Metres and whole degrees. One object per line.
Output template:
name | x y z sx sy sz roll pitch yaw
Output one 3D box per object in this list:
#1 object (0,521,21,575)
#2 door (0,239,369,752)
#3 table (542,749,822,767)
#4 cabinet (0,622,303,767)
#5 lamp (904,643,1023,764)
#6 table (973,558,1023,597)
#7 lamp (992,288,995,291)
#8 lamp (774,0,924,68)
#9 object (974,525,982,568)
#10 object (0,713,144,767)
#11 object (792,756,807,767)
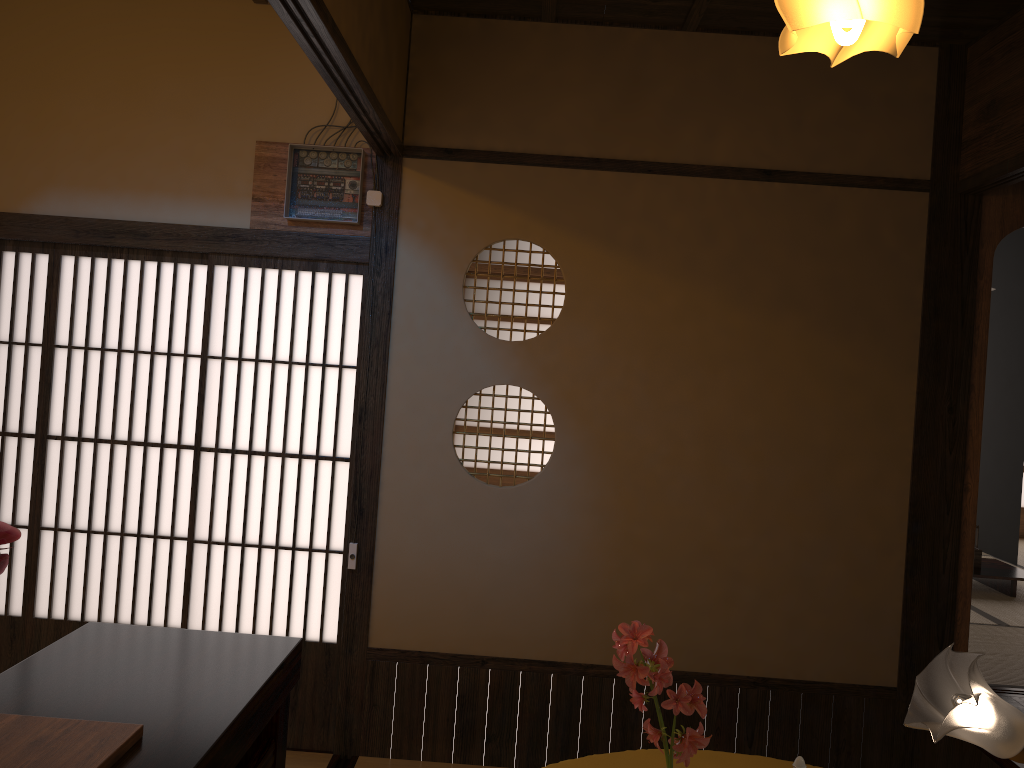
object | -0.723 0.366 1.087 0.189 0.378 0.321 4 0 10
door | -1.973 0.409 3.684 2.648 2.001 0.066 4 -1 1
table | 0.472 1.276 1.563 1.444 0.696 1.443 4 1 1
cabinet | -0.770 1.062 0.918 0.489 0.971 2.186 4 1 1
lamp | 0.897 1.053 1.476 0.512 1.203 0.197 4 -1 1
table | 2.651 1.199 5.684 1.200 0.118 0.600 4 1 1
lamp | 3.018 -0.995 5.713 0.196 0.798 0.225 4 0 9
lamp | 0.632 -1.014 1.607 0.249 0.810 0.276 4 0 23
object | 2.852 1.025 5.683 0.260 0.258 0.150 4 0 1
object | -0.745 0.567 0.955 0.267 0.020 0.997 4 1 1
object | 0.522 0.804 1.616 0.163 0.253 0.153 4 0 14
